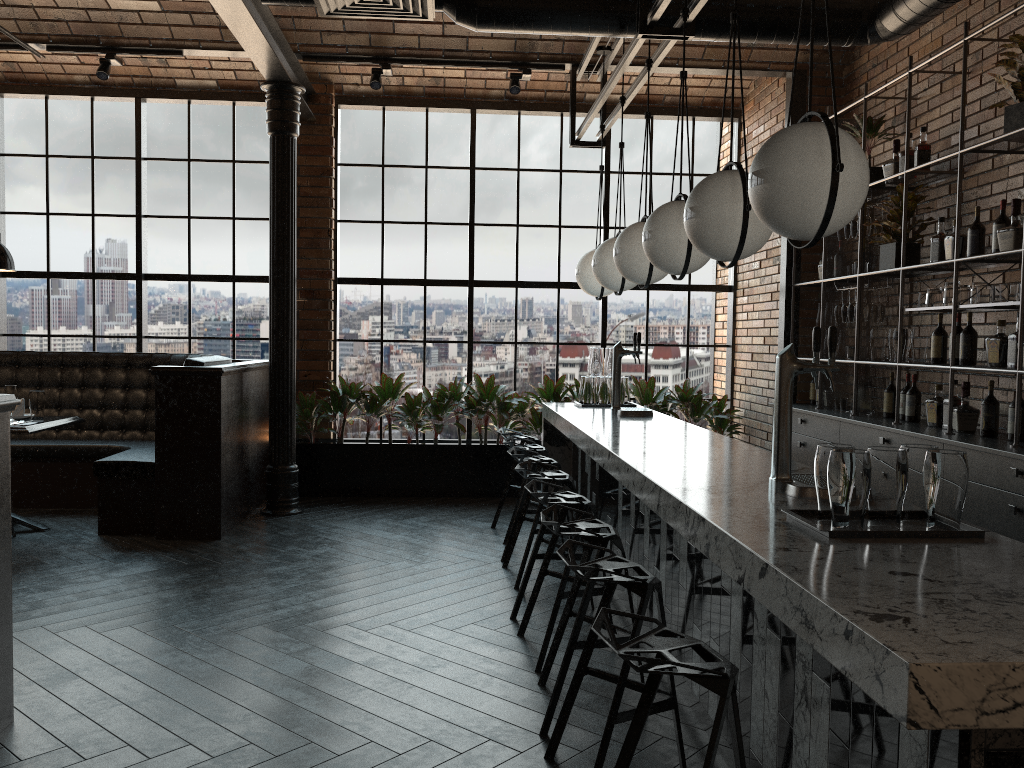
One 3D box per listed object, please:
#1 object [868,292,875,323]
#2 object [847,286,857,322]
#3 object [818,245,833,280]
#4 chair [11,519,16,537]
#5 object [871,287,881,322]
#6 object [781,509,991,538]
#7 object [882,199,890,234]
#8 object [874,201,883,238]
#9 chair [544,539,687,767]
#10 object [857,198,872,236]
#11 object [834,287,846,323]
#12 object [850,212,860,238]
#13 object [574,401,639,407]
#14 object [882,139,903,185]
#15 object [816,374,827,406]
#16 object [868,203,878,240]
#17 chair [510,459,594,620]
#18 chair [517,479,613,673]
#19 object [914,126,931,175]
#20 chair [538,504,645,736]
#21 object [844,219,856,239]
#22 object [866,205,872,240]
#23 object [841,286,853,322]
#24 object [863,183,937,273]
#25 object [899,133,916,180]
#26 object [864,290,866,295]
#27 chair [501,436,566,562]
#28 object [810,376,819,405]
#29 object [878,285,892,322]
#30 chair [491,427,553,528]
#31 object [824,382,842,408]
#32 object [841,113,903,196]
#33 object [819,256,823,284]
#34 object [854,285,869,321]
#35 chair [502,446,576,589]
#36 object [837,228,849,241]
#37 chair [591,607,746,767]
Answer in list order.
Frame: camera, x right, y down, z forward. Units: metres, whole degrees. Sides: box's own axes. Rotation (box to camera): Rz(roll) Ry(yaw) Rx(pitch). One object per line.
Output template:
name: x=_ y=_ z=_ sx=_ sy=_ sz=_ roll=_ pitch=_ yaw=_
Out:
object: x=2.492 y=-0.548 z=6.149 sx=0.092 sy=0.244 sz=0.092 roll=1 pitch=3 yaw=2
object: x=2.335 y=-0.545 z=6.039 sx=0.092 sy=0.244 sz=0.092 roll=1 pitch=3 yaw=2
object: x=2.375 y=-0.902 z=6.641 sx=0.123 sy=0.279 sz=0.123 roll=0 pitch=3 yaw=-15
chair: x=-3.553 y=0.602 z=5.638 sx=0.504 sy=0.857 sz=0.558 roll=1 pitch=3 yaw=1
object: x=2.499 y=-0.543 z=6.050 sx=0.092 sy=0.244 sz=0.092 roll=1 pitch=3 yaw=2
object: x=0.960 y=0.362 z=2.310 sx=0.437 sy=0.019 sz=0.273 roll=1 pitch=3 yaw=-4
object: x=2.515 y=-1.110 z=5.918 sx=0.092 sy=0.244 sz=0.092 roll=1 pitch=3 yaw=2
object: x=2.508 y=-1.115 z=6.021 sx=0.092 sy=0.244 sz=0.092 roll=1 pitch=3 yaw=2
chair: x=0.347 y=0.873 z=2.699 sx=0.414 sy=0.737 sz=0.475 roll=0 pitch=3 yaw=-9
object: x=2.351 y=-1.112 z=5.906 sx=0.092 sy=0.244 sz=0.092 roll=1 pitch=3 yaw=2
object: x=2.320 y=-0.556 z=6.247 sx=0.092 sy=0.244 sz=0.092 roll=1 pitch=3 yaw=2
object: x=2.344 y=-1.117 z=6.010 sx=0.092 sy=0.244 sz=0.092 roll=1 pitch=3 yaw=2
object: x=0.681 y=0.148 z=6.429 sx=0.437 sy=0.019 sz=0.273 roll=1 pitch=3 yaw=-4
object: x=2.463 y=-1.426 z=5.685 sx=0.123 sy=0.279 sz=0.123 roll=0 pitch=3 yaw=-15
object: x=2.348 y=0.020 z=6.709 sx=0.086 sy=0.297 sz=0.086 roll=3 pitch=3 yaw=30
object: x=2.502 y=-1.120 z=6.120 sx=0.092 sy=0.244 sz=0.092 roll=1 pitch=3 yaw=2
chair: x=0.221 y=0.777 z=4.536 sx=0.414 sy=0.737 sz=0.475 roll=1 pitch=3 yaw=6
chair: x=0.265 y=0.811 z=3.897 sx=0.414 sy=0.737 sz=0.475 roll=0 pitch=3 yaw=-9
object: x=2.484 y=-1.411 z=5.363 sx=0.083 sy=0.282 sz=0.083 roll=1 pitch=3 yaw=11
chair: x=0.307 y=0.843 z=3.281 sx=0.414 sy=0.737 sz=0.475 roll=1 pitch=3 yaw=1
object: x=2.337 y=-1.122 z=6.108 sx=0.092 sy=0.244 sz=0.092 roll=1 pitch=3 yaw=2
object: x=2.494 y=-1.126 z=6.229 sx=0.092 sy=0.244 sz=0.092 roll=1 pitch=3 yaw=2
object: x=2.328 y=-0.550 z=6.137 sx=0.092 sy=0.244 sz=0.092 roll=1 pitch=3 yaw=2
object: x=2.439 y=-0.967 z=5.527 sx=0.425 sy=0.526 sz=0.430 roll=1 pitch=3 yaw=8
object: x=2.472 y=-1.420 z=5.528 sx=0.083 sy=0.282 sz=0.083 roll=0 pitch=3 yaw=-19
object: x=2.485 y=-0.554 z=6.258 sx=0.092 sy=0.244 sz=0.092 roll=1 pitch=3 yaw=2
chair: x=0.144 y=0.718 z=5.676 sx=0.414 sy=0.737 sz=0.475 roll=1 pitch=3 yaw=1
object: x=2.366 y=0.011 z=6.902 sx=0.086 sy=0.299 sz=0.086 roll=4 pitch=4 yaw=45
object: x=2.506 y=-0.538 z=5.947 sx=0.092 sy=0.244 sz=0.092 roll=1 pitch=3 yaw=2
chair: x=0.105 y=0.688 z=6.245 sx=0.414 sy=0.737 sz=0.475 roll=0 pitch=3 yaw=-14
object: x=2.370 y=0.038 z=6.554 sx=0.123 sy=0.279 sz=0.123 roll=1 pitch=3 yaw=10
object: x=2.461 y=-1.584 z=6.090 sx=0.422 sy=0.554 sz=0.377 roll=0 pitch=3 yaw=-16
object: x=2.408 y=-0.921 z=6.822 sx=0.086 sy=0.298 sz=0.086 roll=4 pitch=4 yaw=45
object: x=2.342 y=-0.540 z=5.936 sx=0.092 sy=0.244 sz=0.092 roll=1 pitch=3 yaw=2
chair: x=0.182 y=0.747 z=5.115 sx=0.414 sy=0.737 sz=0.475 roll=0 pitch=3 yaw=-9
object: x=2.330 y=-1.128 z=6.218 sx=0.092 sy=0.244 sz=0.092 roll=1 pitch=3 yaw=2
chair: x=0.395 y=0.910 z=1.998 sx=0.414 sy=0.737 sz=0.475 roll=0 pitch=3 yaw=-14
